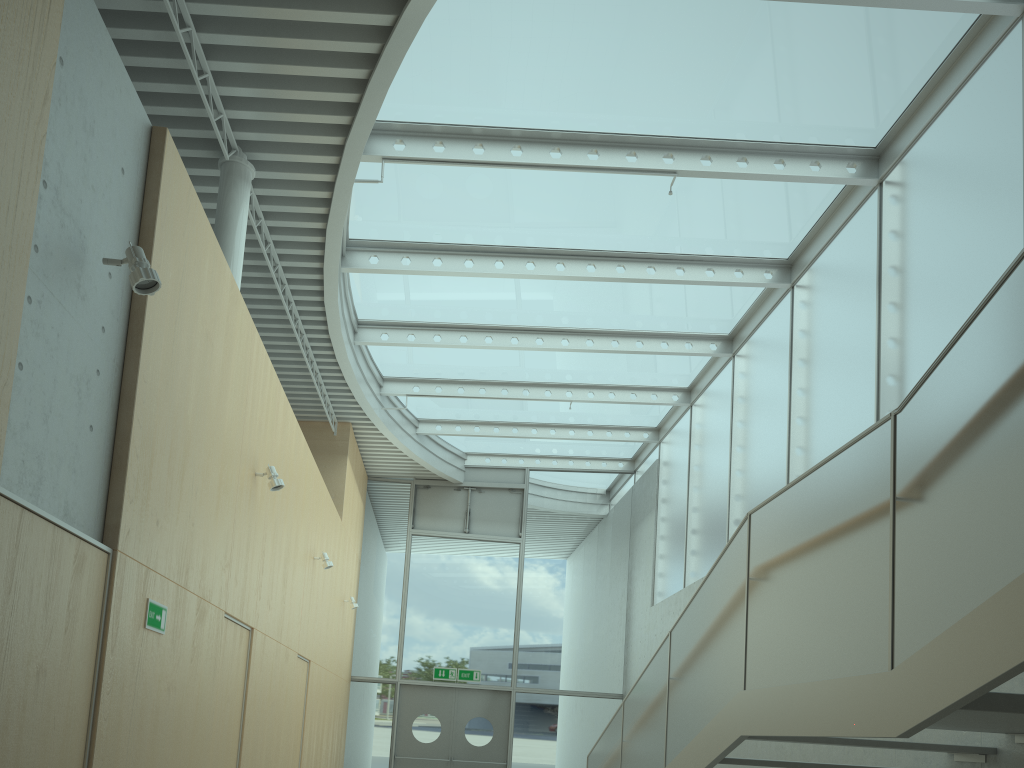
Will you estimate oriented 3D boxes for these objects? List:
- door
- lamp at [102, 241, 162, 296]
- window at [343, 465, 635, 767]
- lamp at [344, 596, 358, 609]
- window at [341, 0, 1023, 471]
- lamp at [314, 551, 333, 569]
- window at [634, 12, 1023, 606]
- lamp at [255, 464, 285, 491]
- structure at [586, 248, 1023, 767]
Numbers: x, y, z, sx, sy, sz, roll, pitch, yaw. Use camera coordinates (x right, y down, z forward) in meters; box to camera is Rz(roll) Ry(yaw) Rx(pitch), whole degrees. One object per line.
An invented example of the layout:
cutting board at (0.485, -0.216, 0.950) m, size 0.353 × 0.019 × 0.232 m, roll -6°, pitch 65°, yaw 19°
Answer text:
door at (-1.027, 6.216, 14.476) m, size 1.926 × 2.023 × 0.181 m, roll 5°, pitch -7°, yaw -5°
lamp at (-1.559, -0.484, 3.491) m, size 0.236 × 0.188 × 0.146 m, roll 11°, pitch -15°, yaw -23°
window at (-0.328, 4.340, 14.767) m, size 4.867 × 6.036 × 0.114 m, roll 5°, pitch -7°, yaw -5°
lamp at (-2.387, 3.242, 12.597) m, size 0.236 × 0.188 × 0.146 m, roll 11°, pitch -15°, yaw -23°
window at (0.386, 1.870, 9.264) m, size 4.793 × 5.954 × 16.844 m, roll 4°, pitch -21°, yaw -3°
lamp at (-2.104, 1.967, 9.480) m, size 0.236 × 0.188 × 0.146 m, roll 11°, pitch -15°, yaw -23°
window at (2.644, 0.592, 9.625) m, size 0.030 × 2.607 × 16.658 m, roll 4°, pitch -22°, yaw -4°
lamp at (-1.822, 0.701, 6.385) m, size 0.236 × 0.188 × 0.146 m, roll 11°, pitch -15°, yaw -23°
structure at (2.201, 1.019, 3.408) m, size 1.889 × 3.998 × 13.422 m, roll 4°, pitch -21°, yaw -3°
